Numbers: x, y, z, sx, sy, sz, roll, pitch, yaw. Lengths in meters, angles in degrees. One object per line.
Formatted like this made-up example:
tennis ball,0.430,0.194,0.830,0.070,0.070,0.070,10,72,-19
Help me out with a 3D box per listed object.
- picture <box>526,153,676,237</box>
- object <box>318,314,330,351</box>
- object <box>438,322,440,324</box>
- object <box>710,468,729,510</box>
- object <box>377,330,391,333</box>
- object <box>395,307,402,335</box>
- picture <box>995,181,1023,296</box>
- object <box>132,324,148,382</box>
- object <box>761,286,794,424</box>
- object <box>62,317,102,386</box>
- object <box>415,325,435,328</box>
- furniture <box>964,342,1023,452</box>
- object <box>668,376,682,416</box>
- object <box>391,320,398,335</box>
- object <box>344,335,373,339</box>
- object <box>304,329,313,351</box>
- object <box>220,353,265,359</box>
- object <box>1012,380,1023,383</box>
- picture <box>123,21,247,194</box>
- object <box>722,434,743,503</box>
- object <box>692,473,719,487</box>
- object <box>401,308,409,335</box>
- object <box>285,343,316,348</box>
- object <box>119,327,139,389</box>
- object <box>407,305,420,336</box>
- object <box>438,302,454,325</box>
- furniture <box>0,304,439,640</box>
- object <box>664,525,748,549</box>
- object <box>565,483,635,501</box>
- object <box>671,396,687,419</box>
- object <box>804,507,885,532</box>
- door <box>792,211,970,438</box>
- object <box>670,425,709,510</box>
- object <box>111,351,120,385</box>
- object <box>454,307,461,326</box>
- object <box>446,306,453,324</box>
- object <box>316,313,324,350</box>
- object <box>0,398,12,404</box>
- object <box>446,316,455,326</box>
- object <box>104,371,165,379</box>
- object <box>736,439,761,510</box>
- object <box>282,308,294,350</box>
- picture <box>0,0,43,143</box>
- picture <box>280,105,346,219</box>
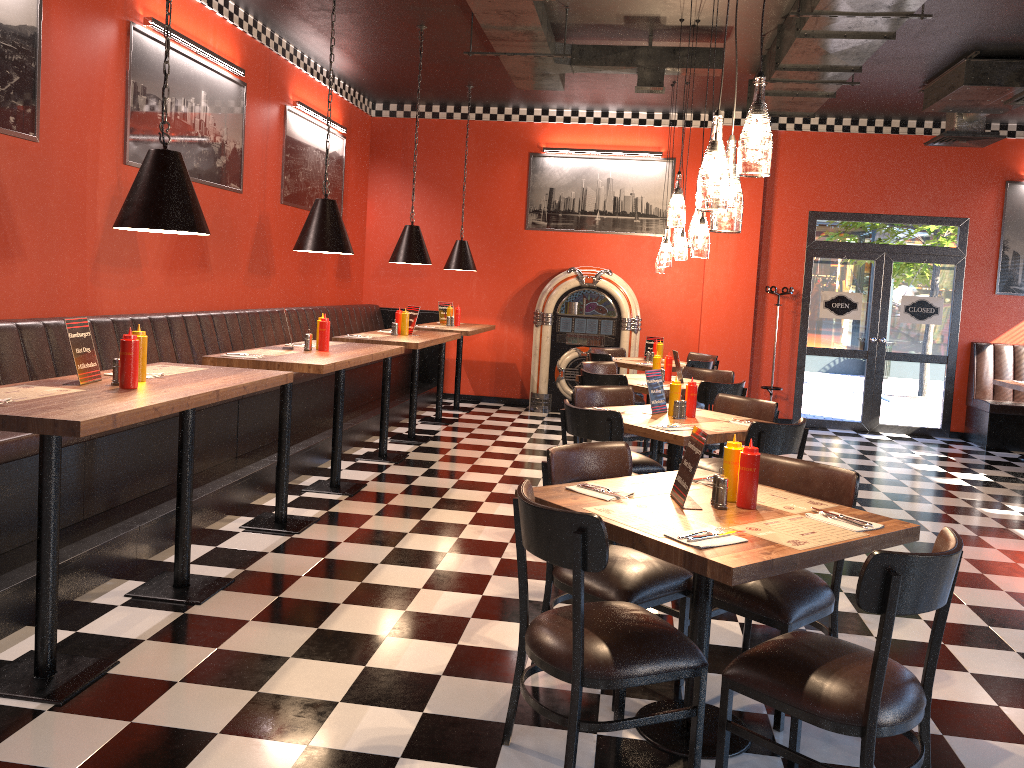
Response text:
picture,1.070,-2.307,10.801,1.770,0.937,0.023,4,4,8
object,-1.194,-0.328,5.637,0.068,0.237,0.068,5,5,28
object,-0.736,-0.706,10.274,0.255,0.019,0.158,4,6,4
object,0.711,0.353,3.025,0.046,0.135,0.094,3,5,-2
object,-1.085,-0.475,8.010,0.255,0.019,0.158,4,6,4
object,-0.992,-0.554,7.782,0.068,0.237,0.068,4,4,2
picture,6.134,-1.646,10.136,1.023,1.297,0.016,4,4,8
object,-1.545,-0.129,3.661,0.068,0.237,0.068,2,4,-17
object,3.080,-0.317,10.410,0.375,1.653,0.375,6,5,30
object,-1.707,-0.133,3.529,0.072,0.256,0.189,3,5,-1
object,-0.885,-0.596,9.207,0.255,0.019,0.158,4,6,4
furniture,6.113,0.170,9.893,1.710,1.151,0.708,4,5,8
object,0.963,0.070,5.232,0.068,0.237,0.068,4,4,13
object,-1.014,-0.491,7.667,0.046,0.135,0.094,1,5,-27
object,-1.210,-0.381,7.100,0.255,0.019,0.158,4,6,4
object,-1.294,-0.281,5.629,0.046,0.135,0.094,3,5,-2
object,-1.491,-0.162,4.979,0.255,0.019,0.158,4,6,4
object,5.450,-0.022,9.417,0.157,0.019,0.256,4,6,8
picture,-2.433,-2.020,6.750,0.023,0.936,1.776,4,6,8
object,0.777,0.294,3.119,0.068,0.237,0.068,5,4,22
object,0.776,0.370,3.433,0.255,0.019,0.158,-1,8,-36
object,-0.931,-0.543,7.712,0.068,0.237,0.068,3,4,-3
object,-1.381,-0.262,5.939,0.255,0.019,0.158,4,6,4
object,-1.488,-0.102,3.446,0.068,0.237,0.068,2,4,-17
object,-0.898,-0.563,7.820,0.072,0.256,0.189,0,6,-41
object,-0.742,-0.797,10.009,0.188,0.256,0.072,0,5,-32
furniture,-1.998,0.026,6.938,1.104,1.145,8.786,4,6,8
object,0.590,0.448,2.631,0.255,0.019,0.158,-1,8,-34
object,0.326,0.378,3.122,0.157,0.019,0.256,-2,9,-43
object,0.974,0.134,5.133,0.093,0.135,0.047,0,5,-32
object,1.079,0.443,2.930,0.157,0.019,0.256,-1,8,-33
door,4.329,-0.707,10.446,1.801,2.564,0.128,4,4,8
object,0.609,0.282,3.050,0.072,0.256,0.189,3,5,-2
object,-1.568,-0.065,3.549,0.047,0.135,0.094,3,5,-1
object,-0.608,-0.767,9.896,0.068,0.237,0.068,3,4,1
object,-0.699,-0.775,9.919,0.068,0.237,0.068,3,4,1
object,-1.227,-0.339,5.724,0.068,0.237,0.068,5,4,17
object,-1.761,0.053,2.908,0.255,0.019,0.158,4,6,4
object,-0.680,-0.708,9.802,0.093,0.135,0.047,2,4,-12
object,-1.622,-0.045,3.856,0.255,0.019,0.158,4,6,4
object,0.810,0.305,3.032,0.068,0.237,0.068,0,5,-39
object,-1.428,-0.355,5.667,0.072,0.256,0.189,2,5,-13
picture,-2.796,-1.751,4.138,0.023,0.936,1.776,4,6,8
picture,-2.069,-2.289,9.362,0.023,0.936,1.776,4,6,8
